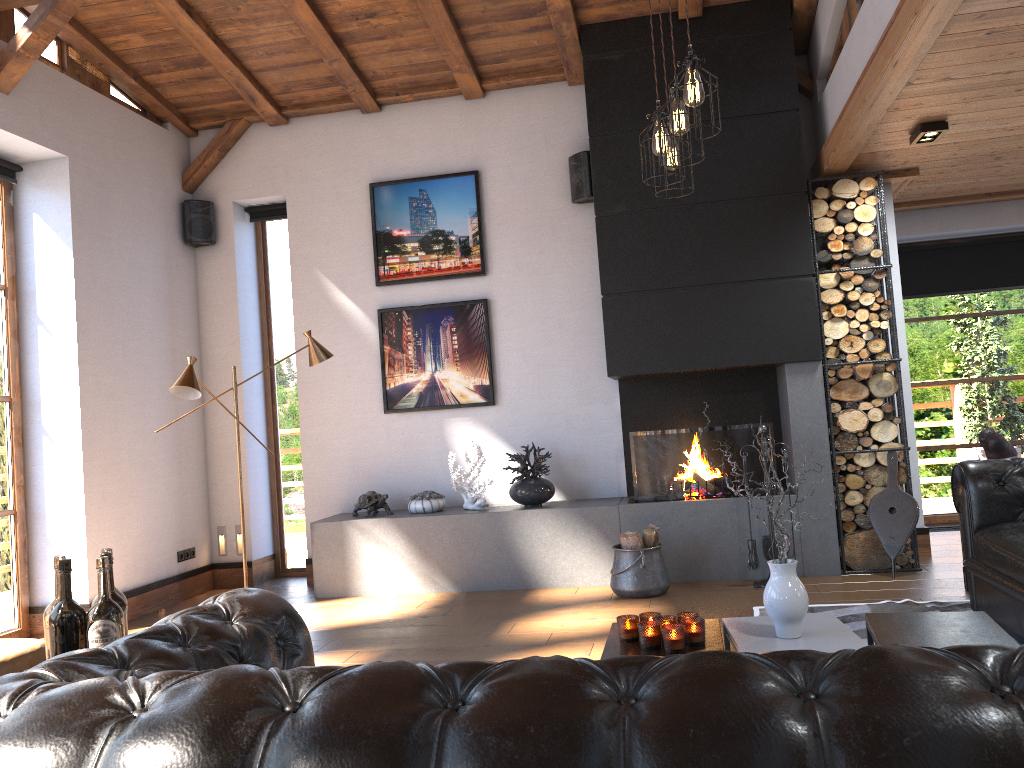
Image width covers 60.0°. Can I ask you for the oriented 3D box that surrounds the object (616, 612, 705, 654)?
[{"bbox_3d":[0.518,0.845,3.047,0.249,0.081,0.298,-2,-3,-41],"label":"object"}]

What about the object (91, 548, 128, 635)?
[{"bbox_3d":[-1.073,0.583,2.364,0.087,0.286,0.088,-5,-3,20],"label":"object"}]

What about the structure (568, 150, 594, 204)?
[{"bbox_3d":[0.530,-1.534,6.596,0.213,0.349,0.214,-5,-3,10],"label":"structure"}]

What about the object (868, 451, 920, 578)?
[{"bbox_3d":[2.442,0.824,5.676,0.268,0.795,0.262,-4,-3,-7],"label":"object"}]

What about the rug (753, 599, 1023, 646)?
[{"bbox_3d":[2.120,1.089,2.818,2.421,0.053,4.060,-5,-2,11],"label":"rug"}]

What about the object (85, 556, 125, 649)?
[{"bbox_3d":[-1.003,0.570,2.182,0.088,0.286,0.087,-3,-3,-13],"label":"object"}]

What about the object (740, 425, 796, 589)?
[{"bbox_3d":[1.630,0.765,5.618,0.311,1.018,0.304,-2,-4,-34],"label":"object"}]

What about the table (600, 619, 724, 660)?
[{"bbox_3d":[0.529,1.059,3.017,0.398,0.350,0.652,-5,-3,10],"label":"table"}]

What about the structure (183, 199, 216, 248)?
[{"bbox_3d":[-2.507,-1.288,7.101,0.213,0.349,0.214,-5,-3,10],"label":"structure"}]

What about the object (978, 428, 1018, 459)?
[{"bbox_3d":[2.679,0.398,4.864,0.251,0.319,0.147,-2,-4,-39],"label":"object"}]

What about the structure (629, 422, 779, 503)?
[{"bbox_3d":[1.309,0.554,6.062,0.978,0.515,0.184,-5,-3,9],"label":"structure"}]

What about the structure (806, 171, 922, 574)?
[{"bbox_3d":[2.343,-0.075,6.046,0.500,2.618,0.514,-5,-3,10],"label":"structure"}]

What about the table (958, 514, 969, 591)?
[{"bbox_3d":[2.726,0.853,4.861,0.404,0.609,0.419,-5,-3,10],"label":"table"}]

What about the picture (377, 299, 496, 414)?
[{"bbox_3d":[-0.586,-0.209,6.810,0.876,0.816,0.036,-5,-3,9],"label":"picture"}]

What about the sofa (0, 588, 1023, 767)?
[{"bbox_3d":[0.356,0.770,1.499,2.556,0.839,1.243,-5,-3,9],"label":"sofa"}]

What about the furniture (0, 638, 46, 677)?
[{"bbox_3d":[-2.398,1.224,2.659,1.170,0.437,2.770,-5,-2,11],"label":"furniture"}]

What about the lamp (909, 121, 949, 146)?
[{"bbox_3d":[2.452,-1.483,5.220,0.154,0.068,0.262,-5,-3,10],"label":"lamp"}]

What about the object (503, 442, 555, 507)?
[{"bbox_3d":[0.133,0.648,6.372,0.337,0.455,0.337,-6,-4,36],"label":"object"}]

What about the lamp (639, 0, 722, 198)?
[{"bbox_3d":[0.606,-1.968,3.755,0.261,2.203,0.802,-4,-3,2],"label":"lamp"}]

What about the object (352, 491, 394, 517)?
[{"bbox_3d":[-1.027,0.883,6.564,0.229,0.183,0.400,-2,-3,-36],"label":"object"}]

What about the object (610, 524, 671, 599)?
[{"bbox_3d":[0.807,1.126,5.650,0.379,0.431,0.388,-6,-3,36],"label":"object"}]

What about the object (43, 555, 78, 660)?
[{"bbox_3d":[-1.155,0.585,2.278,0.087,0.286,0.088,-5,-3,23],"label":"object"}]

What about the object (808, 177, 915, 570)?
[{"bbox_3d":[2.339,-0.068,6.056,0.491,2.613,0.468,-5,-3,10],"label":"object"}]

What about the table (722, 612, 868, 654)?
[{"bbox_3d":[0.963,1.025,2.971,0.399,0.350,0.651,-4,-3,5],"label":"table"}]

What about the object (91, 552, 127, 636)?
[{"bbox_3d":[-1.035,0.576,2.274,0.088,0.286,0.087,-4,-3,-12],"label":"object"}]

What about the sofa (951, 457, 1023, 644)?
[{"bbox_3d":[2.651,0.676,3.289,1.234,0.839,2.575,-5,-3,10],"label":"sofa"}]

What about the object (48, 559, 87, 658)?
[{"bbox_3d":[-1.103,0.578,2.202,0.089,0.286,0.086,-2,-4,-40],"label":"object"}]

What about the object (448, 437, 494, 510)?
[{"bbox_3d":[-0.308,0.654,6.381,0.261,0.532,0.423,-3,-3,-21],"label":"object"}]

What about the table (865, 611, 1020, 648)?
[{"bbox_3d":[1.403,0.988,2.861,0.398,0.350,0.654,-5,-3,15],"label":"table"}]

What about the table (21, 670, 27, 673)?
[{"bbox_3d":[-1.036,1.020,2.250,0.404,0.609,0.419,-5,-3,10],"label":"table"}]

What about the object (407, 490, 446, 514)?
[{"bbox_3d":[-0.634,0.864,6.518,0.279,0.161,0.260,-5,-3,12],"label":"object"}]

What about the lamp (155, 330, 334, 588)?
[{"bbox_3d":[-1.740,0.579,5.805,0.521,1.900,1.336,-6,-3,31],"label":"lamp"}]

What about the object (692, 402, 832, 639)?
[{"bbox_3d":[0.877,0.450,2.984,0.403,0.808,0.625,-5,-3,21],"label":"object"}]

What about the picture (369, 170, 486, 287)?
[{"bbox_3d":[-0.659,-1.201,6.864,0.876,0.816,0.036,-5,-3,9],"label":"picture"}]
